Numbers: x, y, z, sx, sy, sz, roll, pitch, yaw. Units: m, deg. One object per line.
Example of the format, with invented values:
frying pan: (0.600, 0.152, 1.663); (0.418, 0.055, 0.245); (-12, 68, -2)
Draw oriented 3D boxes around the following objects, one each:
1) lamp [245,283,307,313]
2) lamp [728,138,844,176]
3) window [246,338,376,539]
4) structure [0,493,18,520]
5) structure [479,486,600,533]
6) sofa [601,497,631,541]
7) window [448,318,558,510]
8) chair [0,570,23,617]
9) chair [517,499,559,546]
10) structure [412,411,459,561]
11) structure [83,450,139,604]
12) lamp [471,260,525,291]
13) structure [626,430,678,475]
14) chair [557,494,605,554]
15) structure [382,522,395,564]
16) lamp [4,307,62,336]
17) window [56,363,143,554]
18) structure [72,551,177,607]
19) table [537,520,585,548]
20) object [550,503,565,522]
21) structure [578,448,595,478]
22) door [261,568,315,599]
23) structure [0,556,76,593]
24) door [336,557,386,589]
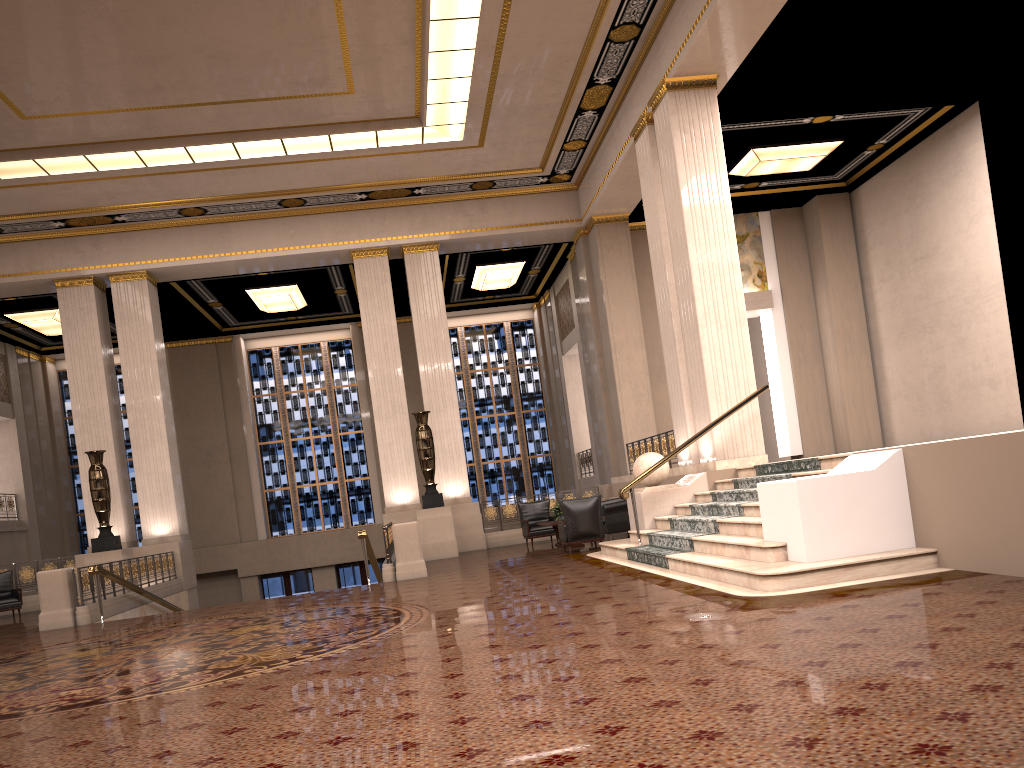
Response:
lamp: (-5.636, -2.024, 21.233); (1.165, 0.213, 2.034); (-7, -7, -7)
lamp: (4.982, -4.083, 16.100); (1.713, 0.213, 1.178); (-7, -7, -7)
window: (-5.679, 1.519, 24.964); (2.982, 5.349, 0.069); (-7, -1, -7)
structure: (-12.013, 2.871, 20.498); (0.031, 0.664, 2.174); (-7, -7, -7)
structure: (0.614, 2.610, 18.324); (2.530, 0.654, 0.032); (-7, -1, -7)
sofa: (1.858, 2.361, 15.482); (0.873, 0.703, 1.939); (-7, -6, -7)
window: (-0.478, 0.908, 25.565); (2.982, 5.349, 0.069); (-7, -1, -7)
chair: (-9.261, 3.817, 15.887); (0.644, 0.842, 0.724); (-5, -4, -42)
chair: (0.525, 2.667, 17.023); (0.646, 0.842, 0.723); (-7, -4, -12)
structure: (-1.555, 1.918, 16.692); (0.699, 2.784, 0.703); (-7, -1, -7)
structure: (-7.396, 2.605, 16.017); (0.699, 2.784, 0.703); (-7, -1, -7)
lamp: (-0.365, -2.644, 21.843); (1.165, 0.213, 2.034); (-7, -7, -7)
structure: (2.516, 1.239, 15.654); (0.032, 0.621, 3.726); (-7, -7, -7)
chair: (1.058, 2.163, 13.624); (0.646, 0.842, 0.722); (-7, -3, -7)
structure: (-2.093, 2.667, 15.099); (0.079, 0.534, 4.980); (-7, -7, -8)
lamp: (-10.817, -1.415, 20.634); (1.165, 0.213, 2.034); (-7, -7, -7)
window: (-10.706, 2.111, 24.383); (2.982, 5.349, 0.069); (-7, -1, -7)
structure: (-6.262, 3.157, 14.617); (0.079, 0.534, 4.978); (-7, -7, -7)
table: (0.971, 2.600, 15.373); (0.837, 0.434, 1.488); (-7, -7, -7)
object: (0.904, 2.196, 15.362); (0.505, 0.375, 0.524); (-10, -6, 25)
structure: (1.913, 1.982, 22.088); (0.031, 0.664, 2.174); (-7, -7, -7)
door: (-6.062, 6.486, 24.311); (1.489, 2.719, 0.155); (-7, -1, -7)
structure: (-9.674, 3.819, 17.135); (2.530, 0.654, 0.032); (-7, -1, -7)
door: (-4.004, 6.244, 24.549); (1.489, 2.719, 0.155); (-7, -1, -7)
